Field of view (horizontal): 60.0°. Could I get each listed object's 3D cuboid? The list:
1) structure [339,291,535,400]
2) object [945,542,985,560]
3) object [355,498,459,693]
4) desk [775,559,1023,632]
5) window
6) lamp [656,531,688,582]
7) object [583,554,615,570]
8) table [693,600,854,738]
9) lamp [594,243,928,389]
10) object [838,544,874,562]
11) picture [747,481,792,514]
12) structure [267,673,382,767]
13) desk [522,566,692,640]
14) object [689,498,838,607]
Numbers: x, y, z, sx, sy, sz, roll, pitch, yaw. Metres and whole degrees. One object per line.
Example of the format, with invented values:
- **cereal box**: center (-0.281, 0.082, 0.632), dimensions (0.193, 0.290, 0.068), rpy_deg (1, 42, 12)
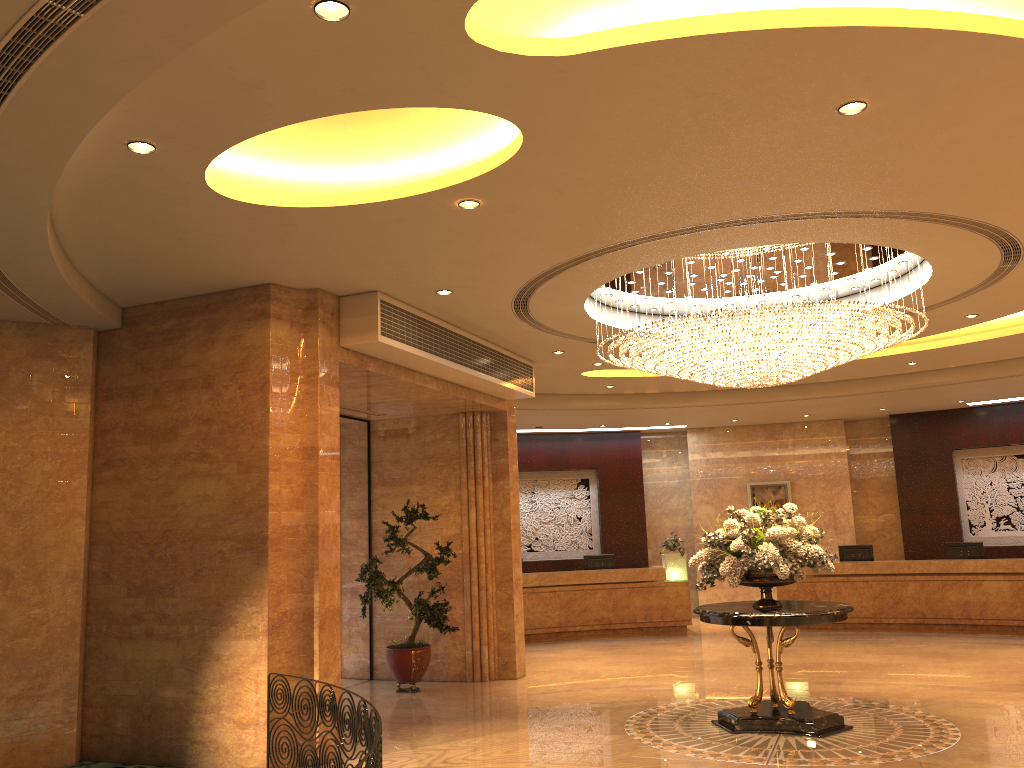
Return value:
- **structure**: center (-0.670, -0.327, 10.256), dimensions (0.425, 0.483, 4.113), rpy_deg (-6, -10, 22)
- **object**: center (7.952, 3.021, 15.535), dimensions (0.430, 0.500, 0.531), rpy_deg (1, -10, -17)
- **object**: center (-1.296, 2.633, 11.098), dimensions (1.250, 2.363, 0.843), rpy_deg (-3, -10, 3)
- **desk**: center (9.371, 3.070, 12.442), dimensions (3.466, 1.155, 12.951), rpy_deg (4, -12, -33)
- **window**: center (-2.636, 2.032, 10.714), dimensions (0.047, 3.571, 3.515), rpy_deg (-6, -10, 22)
- **lamp**: center (3.036, 3.245, 16.739), dimensions (0.570, 0.923, 0.580), rpy_deg (-5, -10, 18)
- **object**: center (1.517, 3.526, 16.972), dimensions (0.918, 0.500, 0.397), rpy_deg (-3, -10, 4)
- **table**: center (2.530, 2.685, 8.490), dimensions (1.493, 1.089, 1.493), rpy_deg (-5, -10, 15)
- **lamp**: center (2.459, -0.560, 9.024), dimensions (3.204, 1.196, 3.206), rpy_deg (4, -11, -31)
- **object**: center (6.368, 3.228, 16.392), dimensions (0.430, 0.500, 0.531), rpy_deg (4, -11, -30)
- **picture**: center (5.364, 2.480, 18.433), dimensions (0.875, 0.890, 0.068), rpy_deg (-4, -10, 13)
- **structure**: center (-3.029, 2.245, 3.269), dimensions (3.815, 0.995, 7.624), rpy_deg (-10, -13, 40)
- **desk**: center (0.877, 4.097, 16.567), dimensions (5.227, 1.155, 1.570), rpy_deg (0, -10, -13)
- **object**: center (2.484, 1.664, 8.700), dimensions (1.318, 0.999, 1.277), rpy_deg (5, -12, -37)
